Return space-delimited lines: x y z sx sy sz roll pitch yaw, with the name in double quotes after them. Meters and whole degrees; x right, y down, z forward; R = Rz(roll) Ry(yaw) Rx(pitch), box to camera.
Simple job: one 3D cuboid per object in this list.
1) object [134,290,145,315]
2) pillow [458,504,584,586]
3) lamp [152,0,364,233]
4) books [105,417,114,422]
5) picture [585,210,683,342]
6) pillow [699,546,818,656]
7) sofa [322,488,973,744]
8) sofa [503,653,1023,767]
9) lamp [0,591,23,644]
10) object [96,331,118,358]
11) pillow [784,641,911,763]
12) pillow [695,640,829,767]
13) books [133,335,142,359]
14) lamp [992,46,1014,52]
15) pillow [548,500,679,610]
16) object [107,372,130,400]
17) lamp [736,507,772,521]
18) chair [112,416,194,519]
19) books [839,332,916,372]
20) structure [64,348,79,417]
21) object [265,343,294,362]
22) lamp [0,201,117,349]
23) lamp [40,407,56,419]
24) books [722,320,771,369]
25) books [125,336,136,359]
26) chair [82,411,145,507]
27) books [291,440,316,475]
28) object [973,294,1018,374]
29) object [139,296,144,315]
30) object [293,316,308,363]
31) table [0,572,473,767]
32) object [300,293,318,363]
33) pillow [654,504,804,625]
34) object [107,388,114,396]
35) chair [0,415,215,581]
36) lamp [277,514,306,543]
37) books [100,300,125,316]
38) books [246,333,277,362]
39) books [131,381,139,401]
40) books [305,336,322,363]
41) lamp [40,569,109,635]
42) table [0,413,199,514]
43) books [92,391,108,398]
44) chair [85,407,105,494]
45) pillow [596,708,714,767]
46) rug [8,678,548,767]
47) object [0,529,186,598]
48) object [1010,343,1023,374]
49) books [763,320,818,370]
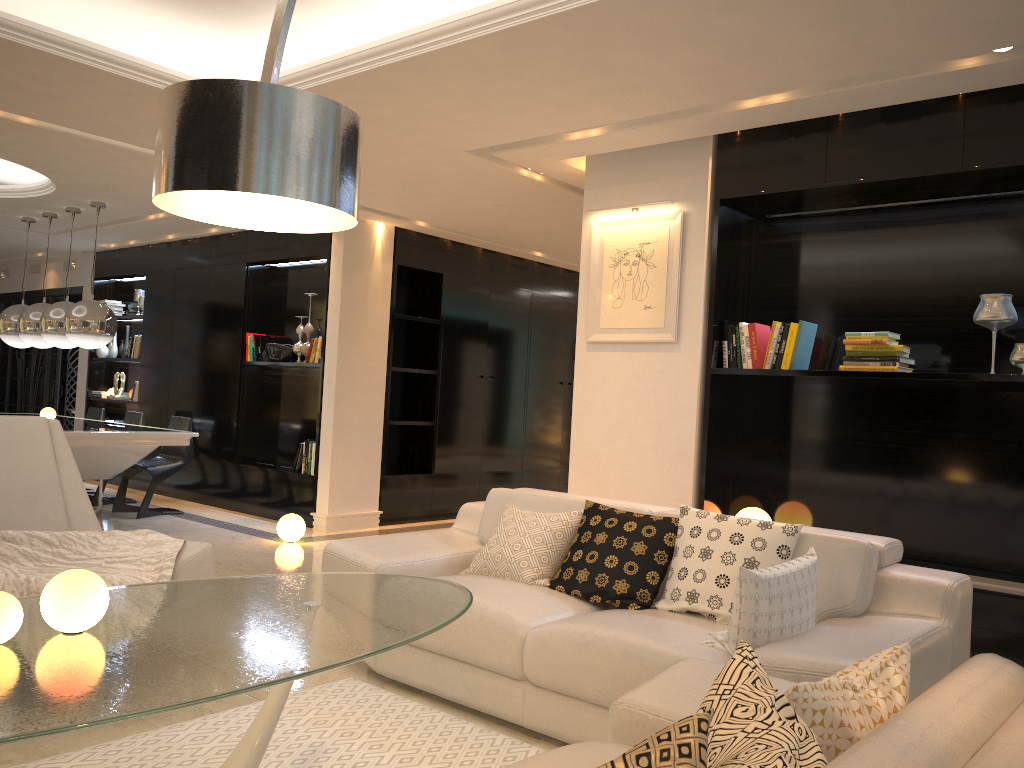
-4.167 -0.898 9.919 0.111 0.301 0.111 2 -1 36 "object"
0.042 0.697 3.854 0.521 0.329 0.351 2 -1 40 "pillow"
0.096 -0.060 1.242 2.009 2.519 0.393 2 -1 40 "lamp"
-4.762 0.517 10.271 0.236 0.270 0.210 2 -1 40 "books"
0.693 -0.602 5.062 0.610 0.729 0.027 2 -1 40 "picture"
0.832 0.703 2.922 0.521 0.325 0.281 4 -1 -40 "pillow"
0.405 0.883 3.488 2.328 0.754 1.145 2 -1 40 "sofa"
0.133 0.826 1.155 1.145 0.754 2.328 2 -1 40 "sofa"
-1.121 0.506 1.914 0.115 0.115 0.115 4 -1 -24 "lamp"
-4.668 -0.494 10.224 0.180 0.395 0.210 2 -1 43 "object"
0.531 0.651 1.530 0.222 0.380 0.463 2 -1 45 "pillow"
0.297 0.631 1.207 0.288 0.429 0.587 3 -1 15 "pillow"
-3.984 -0.399 9.692 0.252 0.261 0.212 2 -1 40 "books"
1.926 -1.373 3.480 0.107 0.127 0.107 3 -1 22 "lamp"
0.400 0.678 3.567 0.524 0.355 0.323 2 -1 41 "pillow"
-4.415 0.021 9.965 0.177 0.311 0.177 2 -1 40 "object"
1.322 0.784 4.869 0.212 0.214 0.213 3 -1 -10 "lamp"
-3.141 0.711 7.789 0.523 0.858 0.496 2 -1 40 "chair"
1.820 -0.151 4.416 0.296 0.197 0.260 2 -1 43 "books"
-5.820 -0.985 13.029 3.425 4.134 1.964 2 -1 40 "structure"
-2.115 -0.277 8.064 0.375 0.177 0.193 2 -1 41 "object"
-4.032 -0.924 7.859 1.827 1.226 0.408 2 -1 40 "lamp"
-4.040 0.266 7.723 0.125 0.125 0.125 3 -1 1 "lamp"
1.288 -0.206 4.832 0.240 0.270 0.208 2 -1 40 "books"
-4.144 -0.403 9.827 0.245 0.256 0.207 2 -1 39 "books"
-3.788 0.685 8.338 0.523 0.858 0.496 2 -1 40 "chair"
-1.720 0.627 7.676 0.345 0.296 0.222 2 -1 40 "books"
2.248 -0.222 4.132 0.181 0.381 0.181 2 -1 34 "object"
-4.088 -0.856 9.841 0.104 0.224 0.104 2 -1 42 "object"
-1.889 -0.393 7.914 0.121 0.416 0.121 2 -1 35 "object"
-0.917 0.860 2.033 0.999 0.565 2.140 2 -1 39 "table"
-1.786 -0.487 7.798 0.121 0.612 0.121 2 -1 35 "object"
0.777 0.679 3.304 0.526 0.399 0.255 2 -1 40 "pillow"
-4.534 0.107 10.086 0.125 0.125 0.125 3 -1 -10 "object"
-1.844 0.638 3.447 0.983 0.991 1.027 2 -1 40 "chair"
-1.682 1.096 6.754 0.212 0.214 0.213 3 -1 -10 "lamp"
-4.643 -0.863 10.254 0.259 0.188 0.302 4 -1 -43 "books"
-2.339 -0.335 8.279 0.236 0.270 0.210 2 -1 40 "books"
-4.021 0.075 9.689 0.284 0.232 0.182 2 -1 43 "books"
-1.638 -0.292 7.683 0.290 0.238 0.189 2 -1 39 "books"
-1.008 0.500 2.047 0.143 0.143 0.143 3 -1 25 "lamp"
-4.140 0.704 7.770 3.031 0.759 1.293 2 -1 40 "table"
-4.686 0.127 10.237 0.266 0.073 0.209 2 -1 44 "books"
-4.403 0.660 8.859 0.523 0.858 0.496 2 -1 40 "chair"
0.035 0.608 1.011 0.575 0.436 0.301 4 -1 -44 "pillow"
-0.956 1.153 2.015 1.661 0.020 2.900 2 -1 40 "rug"
-1.947 0.827 3.251 1.347 0.580 0.972 3 -1 -13 "object"
2.333 -0.105 4.037 0.119 0.154 0.119 4 -1 -40 "object"
1.468 -0.195 4.685 0.210 0.261 0.212 2 -1 40 "books"
